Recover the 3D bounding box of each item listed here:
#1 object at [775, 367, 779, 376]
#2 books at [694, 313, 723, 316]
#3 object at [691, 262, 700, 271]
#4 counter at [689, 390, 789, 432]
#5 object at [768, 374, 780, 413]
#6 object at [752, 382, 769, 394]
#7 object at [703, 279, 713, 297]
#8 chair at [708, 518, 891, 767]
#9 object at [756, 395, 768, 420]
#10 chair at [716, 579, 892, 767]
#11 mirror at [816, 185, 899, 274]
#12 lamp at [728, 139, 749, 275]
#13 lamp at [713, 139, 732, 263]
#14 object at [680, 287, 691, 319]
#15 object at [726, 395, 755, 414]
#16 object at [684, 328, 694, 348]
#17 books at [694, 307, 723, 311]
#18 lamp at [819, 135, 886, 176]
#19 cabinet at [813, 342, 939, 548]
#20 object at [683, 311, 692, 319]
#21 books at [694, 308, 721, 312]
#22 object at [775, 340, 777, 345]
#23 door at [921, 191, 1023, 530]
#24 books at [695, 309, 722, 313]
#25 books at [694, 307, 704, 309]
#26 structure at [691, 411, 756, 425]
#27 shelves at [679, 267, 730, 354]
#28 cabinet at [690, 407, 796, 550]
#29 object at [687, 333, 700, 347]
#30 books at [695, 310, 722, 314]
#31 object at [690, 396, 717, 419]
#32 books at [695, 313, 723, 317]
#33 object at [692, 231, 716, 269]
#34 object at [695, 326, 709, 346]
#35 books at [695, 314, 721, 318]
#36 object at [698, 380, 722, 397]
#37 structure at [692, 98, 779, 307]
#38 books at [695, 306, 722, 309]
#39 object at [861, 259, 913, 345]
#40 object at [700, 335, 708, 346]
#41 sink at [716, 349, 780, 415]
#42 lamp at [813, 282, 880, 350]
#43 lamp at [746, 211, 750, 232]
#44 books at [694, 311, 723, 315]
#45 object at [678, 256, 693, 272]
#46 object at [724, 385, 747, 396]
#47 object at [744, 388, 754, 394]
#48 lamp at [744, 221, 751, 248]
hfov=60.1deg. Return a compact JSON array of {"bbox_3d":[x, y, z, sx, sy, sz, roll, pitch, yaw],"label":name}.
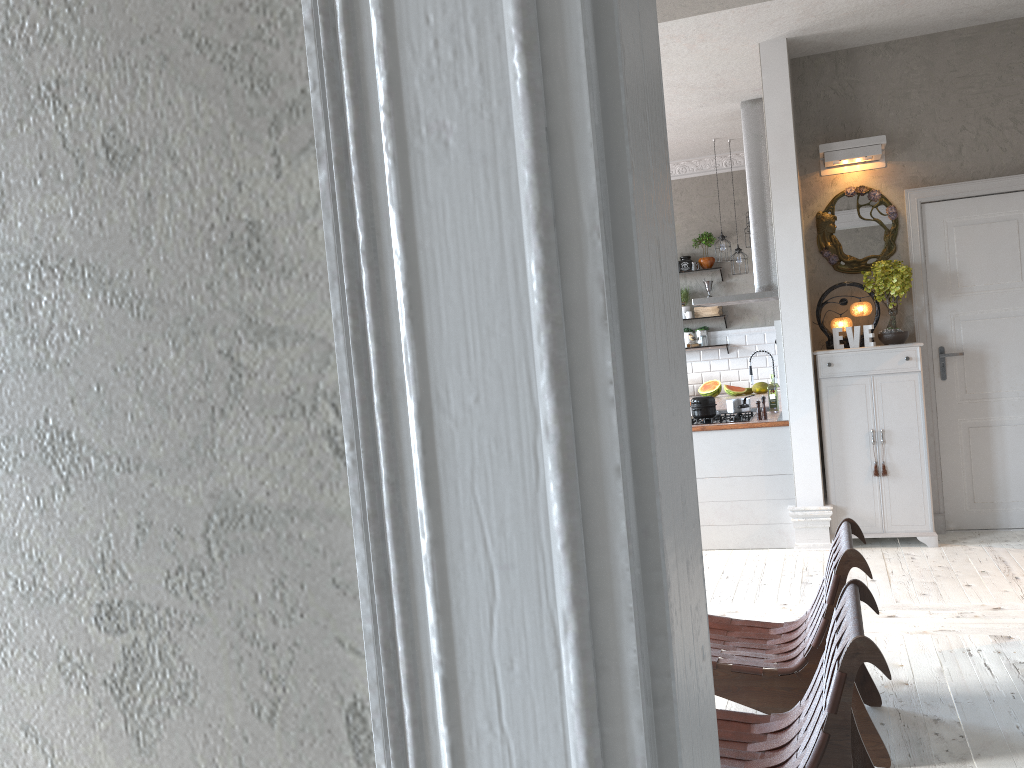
[{"bbox_3d":[2.310,-0.220,7.668,0.080,0.443,0.333,-5,2,20],"label":"object"},{"bbox_3d":[2.041,-0.725,9.196,0.256,0.016,0.161,-4,2,31],"label":"books"},{"bbox_3d":[1.892,-1.214,9.123,0.092,0.096,0.075,-5,2,19],"label":"object"},{"bbox_3d":[0.916,0.278,7.909,3.122,0.039,3.433,-5,2,19],"label":"counter"},{"bbox_3d":[1.932,0.070,6.521,0.088,0.282,0.083,-5,2,19],"label":"object"},{"bbox_3d":[2.473,0.038,8.791,0.206,0.119,0.130,-6,2,-19],"label":"object"},{"bbox_3d":[2.043,-0.949,9.177,0.130,0.288,0.131,-5,2,4],"label":"object"},{"bbox_3d":[0.798,0.909,3.231,1.004,0.721,0.514,-5,2,18],"label":"chair"},{"bbox_3d":[1.699,0.160,6.035,0.072,0.167,0.036,-5,2,18],"label":"object"},{"bbox_3d":[0.508,0.958,2.414,1.004,0.721,0.514,-5,2,18],"label":"chair"},{"bbox_3d":[2.336,-1.045,5.992,0.526,0.593,0.072,-5,2,18],"label":"mirror"},{"bbox_3d":[2.094,-1.910,8.402,0.148,1.735,0.145,-6,2,-9],"label":"lamp"},{"bbox_3d":[1.917,-2.015,8.310,0.150,1.735,0.143,-7,2,-39],"label":"lamp"},{"bbox_3d":[1.777,-0.864,9.241,0.187,0.380,0.167,-6,2,-21],"label":"object"},{"bbox_3d":[1.678,0.138,6.371,0.178,0.134,0.297,-6,2,-37],"label":"object"},{"bbox_3d":[1.843,-0.490,9.312,0.150,0.214,0.170,-7,2,-42],"label":"object"},{"bbox_3d":[2.036,-0.779,9.194,0.256,0.016,0.161,-4,2,31],"label":"books"},{"bbox_3d":[2.268,-1.518,5.898,0.410,0.171,0.222,-5,2,18],"label":"lamp"},{"bbox_3d":[2.380,0.401,5.828,0.658,1.297,0.388,-5,2,18],"label":"cabinet"},{"bbox_3d":[1.831,-0.713,9.165,0.064,0.071,0.104,-7,2,-41],"label":"object"},{"bbox_3d":[2.037,-0.768,9.195,0.257,0.011,0.160,-4,2,24],"label":"books"},{"bbox_3d":[2.444,-0.376,8.009,0.106,0.161,0.139,-4,2,36],"label":"object"},{"bbox_3d":[3.162,-0.135,5.791,0.742,2.183,0.081,-5,2,17],"label":"door"},{"bbox_3d":[2.038,-0.758,9.195,0.257,0.011,0.160,-4,2,21],"label":"books"},{"bbox_3d":[2.034,-0.800,9.194,0.257,0.011,0.160,-4,2,24],"label":"books"},{"bbox_3d":[1.476,0.239,6.350,0.490,0.031,0.613,-5,2,19],"label":"structure"},{"bbox_3d":[1.597,-0.689,9.332,1.300,0.923,0.231,-5,2,18],"label":"shelves"},{"bbox_3d":[1.427,0.644,7.927,2.021,0.854,4.125,-6,2,-25],"label":"cabinet"},{"bbox_3d":[1.886,-0.456,9.207,0.119,0.147,0.099,-6,2,-14],"label":"object"},{"bbox_3d":[2.039,-0.746,9.195,0.257,0.011,0.160,-4,2,24],"label":"books"},{"bbox_3d":[1.348,0.164,6.234,0.190,0.147,0.192,-5,2,-2],"label":"object"},{"bbox_3d":[2.042,-0.714,9.196,0.257,0.011,0.160,-4,2,24],"label":"books"},{"bbox_3d":[2.009,-1.376,9.131,0.255,0.397,0.246,-3,2,43],"label":"object"},{"bbox_3d":[2.001,-0.501,9.270,0.157,0.213,0.154,-5,2,16],"label":"object"},{"bbox_3d":[2.043,-0.703,9.197,0.257,0.011,0.160,-4,2,21],"label":"books"},{"bbox_3d":[1.983,0.053,8.867,0.231,0.174,0.222,-4,2,40],"label":"object"},{"bbox_3d":[1.819,-1.465,7.248,0.704,1.596,0.721,-5,2,19],"label":"structure"},{"bbox_3d":[2.035,-0.790,9.194,0.256,0.016,0.160,-4,2,27],"label":"books"},{"bbox_3d":[2.473,-0.535,5.759,0.347,0.553,0.291,-7,2,-37],"label":"object"},{"bbox_3d":[1.984,-0.447,9.157,0.077,0.108,0.078,-5,2,12],"label":"object"},{"bbox_3d":[1.819,0.100,6.920,0.521,0.720,0.492,-5,2,19],"label":"sink"},{"bbox_3d":[2.248,-0.404,5.922,0.442,0.558,0.175,-4,2,26],"label":"lamp"},{"bbox_3d":[2.204,-2.299,8.275,0.148,1.735,0.145,-6,2,-9],"label":"lamp"},{"bbox_3d":[2.040,-0.736,9.196,0.256,0.016,0.160,-4,2,27],"label":"books"},{"bbox_3d":[1.817,-1.250,9.250,0.140,0.174,0.144,-5,2,19],"label":"object"},{"bbox_3d":[2.210,0.060,8.742,0.224,0.127,0.148,-5,2,1],"label":"object"},{"bbox_3d":[2.363,0.069,8.880,0.203,0.073,0.118,-6,2,-19],"label":"object"},{"bbox_3d":[2.235,-2.178,8.454,0.149,1.735,0.144,-6,2,-29],"label":"lamp"}]
